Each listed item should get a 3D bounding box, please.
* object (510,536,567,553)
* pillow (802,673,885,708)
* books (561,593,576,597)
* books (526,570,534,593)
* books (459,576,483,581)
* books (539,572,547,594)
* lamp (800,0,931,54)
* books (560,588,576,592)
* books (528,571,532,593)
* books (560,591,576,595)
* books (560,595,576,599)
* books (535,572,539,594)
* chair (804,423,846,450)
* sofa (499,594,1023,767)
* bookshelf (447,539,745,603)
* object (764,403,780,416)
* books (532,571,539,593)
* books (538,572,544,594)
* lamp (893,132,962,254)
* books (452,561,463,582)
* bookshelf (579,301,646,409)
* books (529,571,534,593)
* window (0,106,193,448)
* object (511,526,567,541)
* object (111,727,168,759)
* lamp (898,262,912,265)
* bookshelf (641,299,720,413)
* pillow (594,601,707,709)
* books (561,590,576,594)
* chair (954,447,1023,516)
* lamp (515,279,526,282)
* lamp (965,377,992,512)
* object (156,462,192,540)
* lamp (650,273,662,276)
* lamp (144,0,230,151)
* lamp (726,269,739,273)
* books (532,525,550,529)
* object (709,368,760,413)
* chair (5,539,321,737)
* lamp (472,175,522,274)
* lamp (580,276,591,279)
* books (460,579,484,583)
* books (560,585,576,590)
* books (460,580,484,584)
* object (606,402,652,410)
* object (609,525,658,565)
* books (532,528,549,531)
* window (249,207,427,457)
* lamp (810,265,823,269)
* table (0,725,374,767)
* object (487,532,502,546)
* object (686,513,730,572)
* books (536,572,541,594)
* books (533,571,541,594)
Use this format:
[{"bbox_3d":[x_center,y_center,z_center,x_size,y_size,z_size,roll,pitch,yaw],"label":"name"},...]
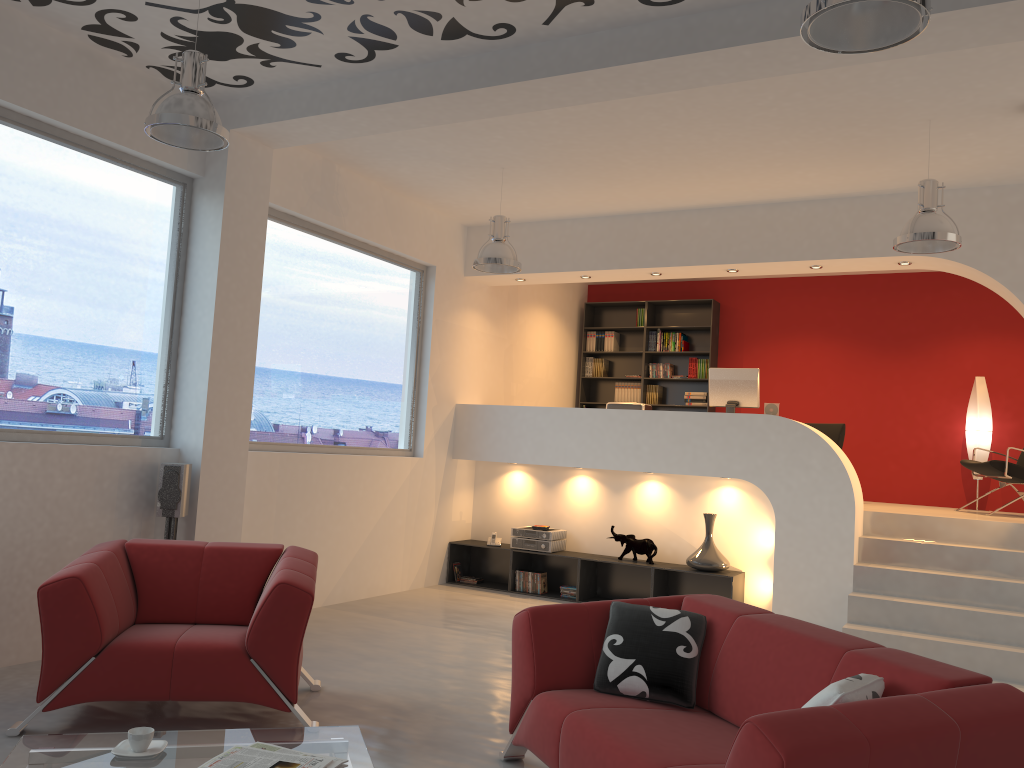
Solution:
[{"bbox_3d":[0.245,1.507,8.373,0.430,0.100,0.365,1,-5,29],"label":"object"},{"bbox_3d":[0.921,1.033,2.637,0.288,0.343,0.402,0,-5,36],"label":"pillow"},{"bbox_3d":[0.563,1.931,8.133,0.190,0.015,0.135,1,-5,29],"label":"books"},{"bbox_3d":[0.172,1.847,8.297,0.031,0.190,0.135,1,-5,29],"label":"books"},{"bbox_3d":[-0.401,1.897,8.660,0.190,0.015,0.135,1,-5,29],"label":"books"},{"bbox_3d":[0.290,1.849,8.233,0.031,0.190,0.135,1,-5,29],"label":"books"},{"bbox_3d":[1.124,-1.513,2.803,0.379,0.800,0.379,2,-5,21],"label":"lamp"},{"bbox_3d":[0.556,1.886,8.134,0.190,0.015,0.135,1,-5,29],"label":"books"},{"bbox_3d":[0.185,1.847,8.290,0.031,0.190,0.135,1,-5,29],"label":"books"},{"bbox_3d":[0.555,1.916,8.139,0.190,0.015,0.135,1,-5,34],"label":"books"},{"bbox_3d":[0.557,1.946,8.135,0.190,0.015,0.135,2,-5,24],"label":"books"},{"bbox_3d":[0.251,1.849,8.254,0.031,0.190,0.135,1,-5,29],"label":"books"},{"bbox_3d":[2.909,0.768,8.977,0.768,0.795,0.664,7,-6,-41],"label":"chair"},{"bbox_3d":[0.720,1.233,3.102,0.951,0.738,1.929,5,-5,-21],"label":"sofa"},{"bbox_3d":[0.688,1.774,8.108,2.764,0.397,0.405,1,-5,29],"label":"bookshelf"},{"bbox_3d":[2.319,0.246,7.921,0.133,0.147,0.151,3,-4,12],"label":"object"},{"bbox_3d":[0.225,1.848,8.268,0.031,0.190,0.135,1,-5,29],"label":"books"},{"bbox_3d":[0.277,1.849,8.240,0.031,0.190,0.135,1,-5,29],"label":"books"},{"bbox_3d":[2.549,-1.232,5.428,0.379,0.800,0.379,4,-4,0],"label":"lamp"},{"bbox_3d":[-0.528,1.838,8.678,0.063,0.187,0.135,1,-5,29],"label":"books"},{"bbox_3d":[1.270,0.103,10.948,0.816,2.213,0.305,1,-5,29],"label":"bookshelf"},{"bbox_3d":[0.198,1.847,8.283,0.031,0.190,0.135,1,-5,29],"label":"books"},{"bbox_3d":[-2.798,-0.592,4.840,0.100,1.800,2.400,1,-5,29],"label":"window"},{"bbox_3d":[0.255,1.410,8.387,0.430,0.077,0.349,1,-5,29],"label":"object"},{"bbox_3d":[-1.181,1.137,2.818,0.153,0.069,0.153,4,-4,-5],"label":"object"},{"bbox_3d":[3.139,-0.962,7.086,0.105,0.011,0.105,2,-4,17],"label":"lamp"},{"bbox_3d":[1.986,0.118,10.557,0.816,2.213,0.305,1,-5,29],"label":"bookshelf"},{"bbox_3d":[0.559,1.080,3.566,0.402,0.343,0.288,2,-5,21],"label":"pillow"},{"bbox_3d":[0.562,1.902,8.137,0.190,0.015,0.135,1,-5,29],"label":"books"},{"bbox_3d":[4.595,0.808,8.124,0.768,0.795,0.664,3,-4,4],"label":"chair"},{"bbox_3d":[0.083,-1.024,8.751,0.105,0.011,0.105,1,-5,32],"label":"lamp"},{"bbox_3d":[4.721,0.601,8.972,0.237,1.349,0.237,0,-5,37],"label":"lamp"},{"bbox_3d":[-2.121,1.048,5.483,0.214,1.112,0.229,4,-4,-6],"label":"object"},{"bbox_3d":[1.312,-0.999,8.081,0.105,0.011,0.105,2,-4,17],"label":"lamp"},{"bbox_3d":[-1.518,-1.568,4.242,0.379,0.800,0.379,6,-5,-32],"label":"lamp"},{"bbox_3d":[1.927,-0.987,7.746,0.105,0.011,0.105,2,-4,17],"label":"lamp"},{"bbox_3d":[0.273,1.348,8.358,0.135,0.015,0.190,2,-4,14],"label":"books"},{"bbox_3d":[2.016,0.084,8.046,0.458,0.452,0.230,1,-5,29],"label":"object"},{"bbox_3d":[-1.554,1.181,4.282,1.288,0.738,0.951,4,-4,-11],"label":"chair"},{"bbox_3d":[-0.093,-1.286,6.867,0.379,0.800,0.379,4,-4,0],"label":"lamp"},{"bbox_3d":[0.698,-1.012,8.416,0.105,0.011,0.105,2,-4,17],"label":"lamp"},{"bbox_3d":[-0.387,1.912,8.651,0.190,0.015,0.135,1,-5,29],"label":"books"},{"bbox_3d":[0.551,1.871,8.146,0.190,0.015,0.135,2,-5,24],"label":"books"},{"bbox_3d":[-0.393,1.927,8.652,0.190,0.015,0.135,1,-5,29],"label":"books"},{"bbox_3d":[1.166,0.298,8.576,0.397,0.217,0.458,1,-5,29],"label":"object"},{"bbox_3d":[1.085,1.439,7.956,0.507,0.296,0.191,-1,-6,44],"label":"object"},{"bbox_3d":[0.271,1.362,8.347,0.135,0.015,0.190,3,-4,9],"label":"books"},{"bbox_3d":[-1.468,-0.329,7.290,0.100,1.800,2.400,1,-5,29],"label":"window"},{"bbox_3d":[2.542,-0.974,7.411,0.105,0.011,0.105,2,-4,17],"label":"lamp"},{"bbox_3d":[-0.925,1.308,2.502,1.097,0.286,1.162,5,-4,-16],"label":"table"},{"bbox_3d":[-0.165,1.484,8.509,0.130,0.117,0.146,3,-4,4],"label":"object"},{"bbox_3d":[1.689,1.357,7.610,0.369,0.481,0.369,4,-4,-6],"label":"object"},{"bbox_3d":[0.264,1.849,8.247,0.031,0.190,0.135,1,-5,29],"label":"books"},{"bbox_3d":[0.238,1.848,8.261,0.031,0.190,0.135,1,-5,29],"label":"books"}]
